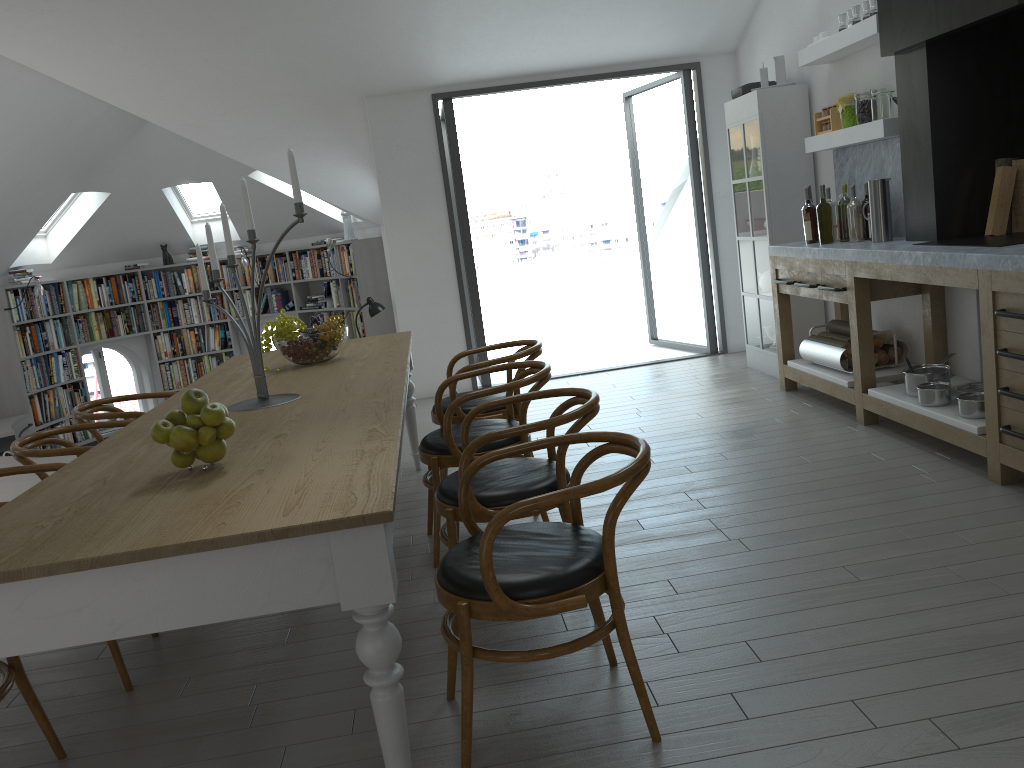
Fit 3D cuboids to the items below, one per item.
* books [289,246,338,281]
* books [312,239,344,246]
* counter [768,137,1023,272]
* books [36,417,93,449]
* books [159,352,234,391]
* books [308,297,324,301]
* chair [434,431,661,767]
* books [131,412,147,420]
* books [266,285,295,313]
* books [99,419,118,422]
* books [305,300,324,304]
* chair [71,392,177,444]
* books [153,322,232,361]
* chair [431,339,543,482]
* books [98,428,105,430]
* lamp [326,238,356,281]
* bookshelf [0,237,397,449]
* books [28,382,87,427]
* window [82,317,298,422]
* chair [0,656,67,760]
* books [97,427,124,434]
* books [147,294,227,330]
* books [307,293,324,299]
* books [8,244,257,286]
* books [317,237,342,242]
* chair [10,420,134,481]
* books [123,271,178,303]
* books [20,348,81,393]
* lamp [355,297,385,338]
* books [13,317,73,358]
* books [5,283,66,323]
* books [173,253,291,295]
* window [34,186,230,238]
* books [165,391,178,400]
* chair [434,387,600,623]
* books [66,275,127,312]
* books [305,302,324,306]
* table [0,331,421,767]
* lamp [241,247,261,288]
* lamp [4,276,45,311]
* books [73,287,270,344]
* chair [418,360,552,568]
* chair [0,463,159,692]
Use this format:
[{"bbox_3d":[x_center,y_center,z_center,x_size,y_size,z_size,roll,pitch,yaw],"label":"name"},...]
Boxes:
[{"bbox_3d":[-2.336,-1.497,10.899,0.969,0.366,0.307,1,12,38],"label":"books"},{"bbox_3d":[-2.224,-1.730,10.825,0.318,0.036,0.336,-17,14,-41],"label":"books"},{"bbox_3d":[2.443,-0.662,2.562,0.962,0.617,6.604,-8,10,-4],"label":"counter"},{"bbox_3d":[-5.182,0.576,10.089,0.282,0.318,0.923,-5,10,14],"label":"books"},{"bbox_3d":[-3.995,-0.185,11.383,1.033,0.356,0.293,-11,10,-19],"label":"books"},{"bbox_3d":[-2.409,-1.076,11.128,0.227,0.036,0.214,3,15,45],"label":"books"},{"bbox_3d":[0.099,0.548,2.369,0.622,0.731,0.529,-9,9,-8],"label":"chair"},{"bbox_3d":[-4.629,0.431,11.069,0.318,0.099,0.293,-8,10,-3],"label":"books"},{"bbox_3d":[-2.876,-1.093,11.271,0.398,0.339,0.225,-5,10,15],"label":"books"},{"bbox_3d":[-4.948,0.471,10.867,0.214,0.036,0.227,-13,12,-27],"label":"books"},{"bbox_3d":[-2.405,-1.045,11.133,0.286,0.031,0.270,3,15,45],"label":"books"},{"bbox_3d":[-1.795,0.421,4.430,0.621,0.731,0.530,-8,9,-1],"label":"chair"},{"bbox_3d":[-4.058,-0.560,11.319,0.999,0.350,0.298,-11,10,-21],"label":"books"},{"bbox_3d":[-0.107,0.181,4.514,0.621,0.731,0.529,-8,9,-4],"label":"chair"},{"bbox_3d":[-4.944,0.501,10.871,0.270,0.031,0.286,-13,12,-27],"label":"books"},{"bbox_3d":[-1.931,-1.403,10.016,0.275,0.523,0.113,-10,9,-14],"label":"lamp"},{"bbox_3d":[-3.514,-0.542,10.597,4.334,1.872,2.118,-8,10,-4],"label":"bookshelf"},{"bbox_3d":[-5.221,0.449,9.737,0.390,0.692,1.649,-7,10,6],"label":"books"},{"bbox_3d":[-4.052,-0.199,11.461,3.236,1.146,0.619,-11,10,-18],"label":"window"},{"bbox_3d":[-1.623,0.793,2.281,0.621,0.731,0.530,-8,9,-2],"label":"chair"},{"bbox_3d":[-4.939,0.535,10.876,0.367,0.042,0.388,-16,13,-37],"label":"books"},{"bbox_3d":[-4.122,-0.935,11.301,1.030,0.357,0.301,-11,10,-19],"label":"books"},{"bbox_3d":[-2.413,-1.107,11.123,0.270,0.031,0.286,-12,11,-24],"label":"books"},{"bbox_3d":[-4.553,-1.477,10.737,2.823,0.173,0.748,-14,12,-34],"label":"books"},{"bbox_3d":[-2.228,-1.758,10.821,0.234,0.027,0.248,-14,12,-31],"label":"books"},{"bbox_3d":[-1.683,0.537,3.717,0.621,0.731,0.529,-8,9,-4],"label":"chair"},{"bbox_3d":[-4.539,-1.223,11.068,0.684,0.344,0.265,-13,11,-27],"label":"books"},{"bbox_3d":[-5.257,-0.143,9.911,0.260,0.357,1.025,-6,10,12],"label":"books"},{"bbox_3d":[-1.453,-0.577,9.221,0.322,0.657,0.234,-6,9,11],"label":"lamp"},{"bbox_3d":[-5.343,-0.511,9.887,0.303,0.346,1.094,-6,10,11],"label":"books"},{"bbox_3d":[-5.383,-0.887,9.809,0.300,0.359,1.038,-6,10,12],"label":"books"},{"bbox_3d":[-3.500,-1.410,11.274,1.565,0.365,0.395,-7,10,1],"label":"books"},{"bbox_3d":[-3.745,-2.271,10.332,4.056,0.710,1.941,-8,10,-4],"label":"window"},{"bbox_3d":[-3.963,0.173,11.429,1.021,0.305,0.288,-11,10,-20],"label":"books"},{"bbox_3d":[0.037,0.425,3.083,0.621,0.731,0.530,-8,9,-1],"label":"chair"},{"bbox_3d":[-5.035,-1.086,10.617,0.269,0.371,0.796,0,12,38],"label":"books"},{"bbox_3d":[-2.401,-1.015,11.137,0.285,0.031,0.270,-2,12,30],"label":"books"},{"bbox_3d":[-0.859,0.438,3.464,1.019,0.795,3.364,-8,10,-4],"label":"table"},{"bbox_3d":[-3.264,-1.432,11.023,0.113,0.564,0.359,-7,9,2],"label":"lamp"},{"bbox_3d":[-5.155,-0.961,9.361,0.414,0.310,0.117,-9,9,-8],"label":"lamp"},{"bbox_3d":[-4.242,-0.869,11.061,2.534,0.369,0.592,-12,11,-24],"label":"books"},{"bbox_3d":[-0.094,0.312,3.796,0.622,0.731,0.529,-9,9,-8],"label":"chair"},{"bbox_3d":[-1.627,0.662,2.999,0.622,0.731,0.529,-9,9,-9],"label":"chair"}]
